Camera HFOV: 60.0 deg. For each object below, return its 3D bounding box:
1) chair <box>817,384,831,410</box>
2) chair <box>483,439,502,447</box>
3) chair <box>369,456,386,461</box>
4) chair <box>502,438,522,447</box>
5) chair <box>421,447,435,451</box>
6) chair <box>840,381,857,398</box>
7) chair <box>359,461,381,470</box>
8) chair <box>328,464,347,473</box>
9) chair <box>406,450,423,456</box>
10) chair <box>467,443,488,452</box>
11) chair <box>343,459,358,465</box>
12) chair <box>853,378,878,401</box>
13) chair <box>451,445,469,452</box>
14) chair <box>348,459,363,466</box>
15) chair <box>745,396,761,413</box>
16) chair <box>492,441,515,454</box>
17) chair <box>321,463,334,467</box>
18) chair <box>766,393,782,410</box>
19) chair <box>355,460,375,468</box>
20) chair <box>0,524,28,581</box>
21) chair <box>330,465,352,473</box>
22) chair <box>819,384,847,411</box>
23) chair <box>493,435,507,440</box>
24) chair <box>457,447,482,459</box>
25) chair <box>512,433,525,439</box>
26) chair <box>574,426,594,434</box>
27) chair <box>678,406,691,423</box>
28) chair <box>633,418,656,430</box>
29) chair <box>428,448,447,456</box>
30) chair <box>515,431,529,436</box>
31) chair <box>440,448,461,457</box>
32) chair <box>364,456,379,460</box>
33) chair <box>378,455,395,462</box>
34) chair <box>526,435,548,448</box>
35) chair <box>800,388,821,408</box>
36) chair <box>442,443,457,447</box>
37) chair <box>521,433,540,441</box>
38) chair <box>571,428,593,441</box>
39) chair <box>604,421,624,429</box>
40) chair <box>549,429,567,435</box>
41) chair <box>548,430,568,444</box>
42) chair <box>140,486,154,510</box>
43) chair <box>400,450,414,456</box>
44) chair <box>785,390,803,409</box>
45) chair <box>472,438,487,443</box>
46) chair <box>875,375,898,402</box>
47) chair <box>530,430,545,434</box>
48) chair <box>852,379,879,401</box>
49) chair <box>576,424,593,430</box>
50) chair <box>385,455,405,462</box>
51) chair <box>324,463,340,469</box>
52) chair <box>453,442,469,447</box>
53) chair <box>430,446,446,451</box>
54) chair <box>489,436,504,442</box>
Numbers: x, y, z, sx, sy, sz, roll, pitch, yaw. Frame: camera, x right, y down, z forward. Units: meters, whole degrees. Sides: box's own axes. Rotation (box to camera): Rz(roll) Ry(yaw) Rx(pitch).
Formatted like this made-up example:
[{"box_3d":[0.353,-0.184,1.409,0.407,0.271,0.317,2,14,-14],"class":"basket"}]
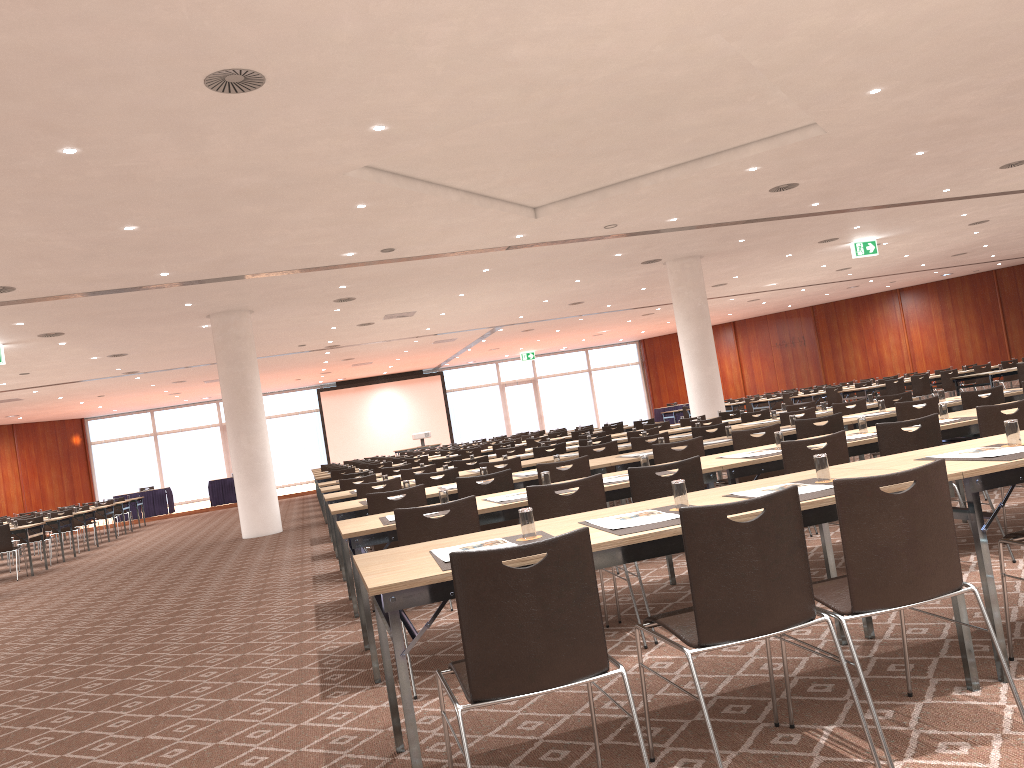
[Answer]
[{"box_3d":[8.812,0.516,25.059,0.535,0.939,0.614,-9,-2,-12],"class":"chair"},{"box_3d":[-0.426,1.788,20.647,0.535,0.939,0.614,-8,-2,-15],"class":"chair"},{"box_3d":[-3.581,2.433,24.018,0.535,0.939,0.614,-9,-2,-11],"class":"chair"},{"box_3d":[0.018,1.637,18.780,0.535,0.939,0.614,-8,-2,-16],"class":"chair"},{"box_3d":[-2.451,2.353,26.314,0.535,0.939,0.614,-8,-2,-14],"class":"chair"},{"box_3d":[9.457,0.418,25.156,0.535,0.939,0.614,-8,-2,-16],"class":"chair"},{"box_3d":[-2.830,2.054,18.004,0.535,0.939,0.614,-9,-2,-11],"class":"chair"},{"box_3d":[-3.857,2.298,19.886,0.535,0.939,0.614,-8,-2,-16],"class":"chair"},{"box_3d":[-2.621,2.293,24.297,0.535,0.939,0.614,-9,-2,-11],"class":"chair"},{"box_3d":[-0.689,1.740,18.564,0.535,0.939,0.614,-8,-2,-15],"class":"chair"},{"box_3d":[-4.638,2.680,25.857,0.535,0.939,0.614,-9,-2,-13],"class":"chair"},{"box_3d":[10.074,0.323,25.224,0.535,0.939,0.614,-9,-2,-12],"class":"chair"},{"box_3d":[-1.161,1.900,20.546,0.535,0.939,0.614,-9,-2,-13],"class":"chair"},{"box_3d":[-4.131,2.513,23.848,0.535,0.939,0.614,-8,-2,-15],"class":"chair"},{"box_3d":[6.624,0.839,24.523,0.535,0.939,0.614,-8,-2,-15],"class":"chair"},{"box_3d":[-0.131,1.570,16.689,0.535,0.939,0.614,-8,-2,-14],"class":"chair"},{"box_3d":[-5.248,2.768,25.664,0.535,0.939,0.614,-9,-2,-11],"class":"chair"},{"box_3d":[7.225,0.744,24.527,0.535,0.939,0.614,-9,-2,-13],"class":"chair"},{"box_3d":[-3.252,2.207,19.990,0.535,0.939,0.614,-9,-2,-11],"class":"chair"},{"box_3d":[-8.414,2.792,14.618,0.535,0.939,0.614,-8,-2,-15],"class":"chair"},{"box_3d":[-3.382,2.137,17.904,0.535,0.939,0.614,-9,-2,-13],"class":"chair"},{"box_3d":[8.244,0.505,22.722,0.535,0.939,0.614,-8,-2,-16],"class":"chair"},{"box_3d":[-0.336,2.044,26.910,0.535,0.939,0.614,-8,-2,-15],"class":"chair"},{"box_3d":[-0.756,1.661,16.493,0.535,0.939,0.614,-9,-2,-13],"class":"chair"},{"box_3d":[0.191,1.874,24.906,0.535,0.939,0.614,-9,-2,-13],"class":"chair"},{"box_3d":[1.571,1.406,19.117,0.535,0.939,0.614,-8,-2,-14],"class":"chair"},{"box_3d":[5.633,1.157,28.245,0.535,0.939,0.614,-9,-2,-11],"class":"chair"},{"box_3d":[2.598,1.167,17.358,0.535,0.939,0.614,-9,-2,-11],"class":"chair"},{"box_3d":[-1.657,1.971,20.381,0.535,0.939,0.614,-9,-2,-12],"class":"chair"},{"box_3d":[0.354,1.939,27.000,0.535,0.939,0.614,-9,-2,-11],"class":"chair"},{"box_3d":[-1.235,1.819,18.395,0.535,0.939,0.614,-9,-2,-14],"class":"chair"},{"box_3d":[-4.064,2.592,25.919,0.535,0.939,0.614,-8,-2,-16],"class":"chair"},{"box_3d":[-3.070,2.269,22.089,0.535,0.939,0.614,-9,-2,-11],"class":"chair"},{"box_3d":[0.506,1.473,16.766,0.535,0.939,0.614,-9,-2,-12],"class":"chair"},{"box_3d":[7.609,0.602,22.650,0.535,0.939,0.614,-8,-2,-16],"class":"chair"},{"box_3d":[-1.821,2.264,26.547,0.535,0.939,0.614,-9,-2,-11],"class":"chair"},{"box_3d":[0.465,1.660,20.944,0.535,0.939,0.614,-9,-2,-13],"class":"chair"},{"box_3d":[1.354,1.349,17.010,0.535,0.939,0.614,-8,-2,-16],"class":"chair"},{"box_3d":[2.221,1.308,19.241,0.535,0.939,0.614,-9,-2,-12],"class":"chair"},{"box_3d":[1.121,1.559,21.026,0.535,0.939,0.614,-9,-2,-12],"class":"chair"},{"box_3d":[0.995,1.489,18.940,0.535,0.939,0.614,-8,-2,-15],"class":"chair"},{"box_3d":[-11.761,3.798,28.624,0.535,0.939,0.614,-9,-2,-11],"class":"chair"},{"box_3d":[-3.050,2.444,26.203,0.535,0.939,0.614,-9,-2,-13],"class":"chair"},{"box_3d":[7.779,0.666,24.746,0.535,0.939,0.614,-8,-2,-16],"class":"chair"},{"box_3d":[-0.947,2.131,26.682,0.535,0.939,0.614,-8,-2,-15],"class":"chair"},{"box_3d":[9.840,0.269,23.113,0.535,0.939,0.614,-9,-2,-11],"class":"chair"},{"box_3d":[0.750,1.793,25.079,0.535,0.939,0.614,-9,-2,-14],"class":"chair"},{"box_3d":[9.222,0.364,23.045,0.535,0.939,0.614,-9,-2,-12],"class":"chair"},{"box_3d":[1.755,1.467,21.216,0.535,0.939,0.614,-8,-2,-14],"class":"chair"},{"box_3d":[-2.609,2.110,20.112,0.535,0.939,0.614,-8,-2,-16],"class":"chair"},{"box_3d":[-4.771,2.611,23.770,0.535,0.939,0.614,-8,-2,-16],"class":"chair"},{"box_3d":[-1.357,2.103,24.527,0.535,0.939,0.614,-9,-2,-11],"class":"chair"},{"box_3d":[-1.989,2.198,24.408,0.535,0.939,0.614,-9,-2,-11],"class":"chair"},{"box_3d":[-0.403,1.965,24.840,0.535,0.939,0.614,-9,-2,-12],"class":"chair"}]
